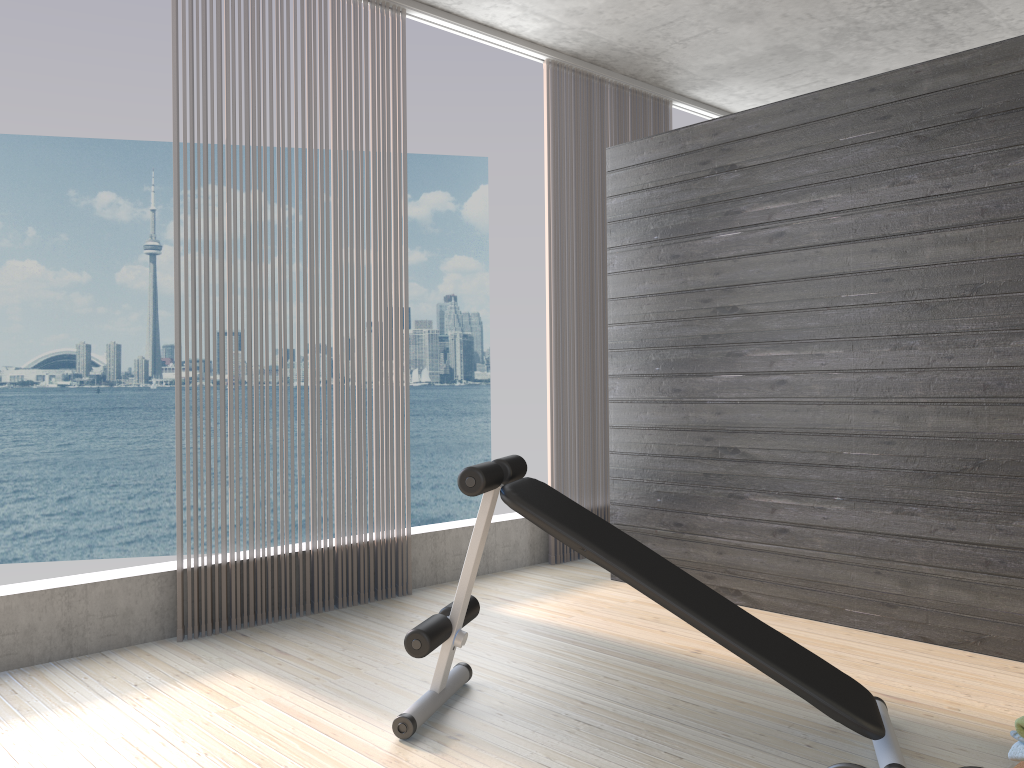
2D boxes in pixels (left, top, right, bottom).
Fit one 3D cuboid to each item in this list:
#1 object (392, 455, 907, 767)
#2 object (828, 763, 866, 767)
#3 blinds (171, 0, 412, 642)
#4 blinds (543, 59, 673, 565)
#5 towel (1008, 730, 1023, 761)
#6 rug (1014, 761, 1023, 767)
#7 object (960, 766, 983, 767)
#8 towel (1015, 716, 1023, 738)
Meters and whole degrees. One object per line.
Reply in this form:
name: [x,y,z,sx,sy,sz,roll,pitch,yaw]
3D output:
object: [0.366,0.591,2.479,1.312,0.746,0.505,-1,0,17]
object: [0.653,0.877,1.763,0.176,0.176,0.385,-1,0,39]
blinds: [-0.895,-0.388,3.795,1.133,2.744,0.069,0,0,-43]
blinds: [0.598,-0.400,5.176,1.133,2.744,0.069,0,0,-43]
towel: [1.447,0.882,2.111,0.383,0.078,0.383,-1,0,-26]
rug: [0.691,0.958,1.203,2.779,0.002,0.716,0,0,-43]
object: [0.913,0.864,1.706,0.176,0.176,0.385,-1,0,19]
towel: [1.458,0.846,2.134,0.376,0.085,0.371,0,0,-38]
